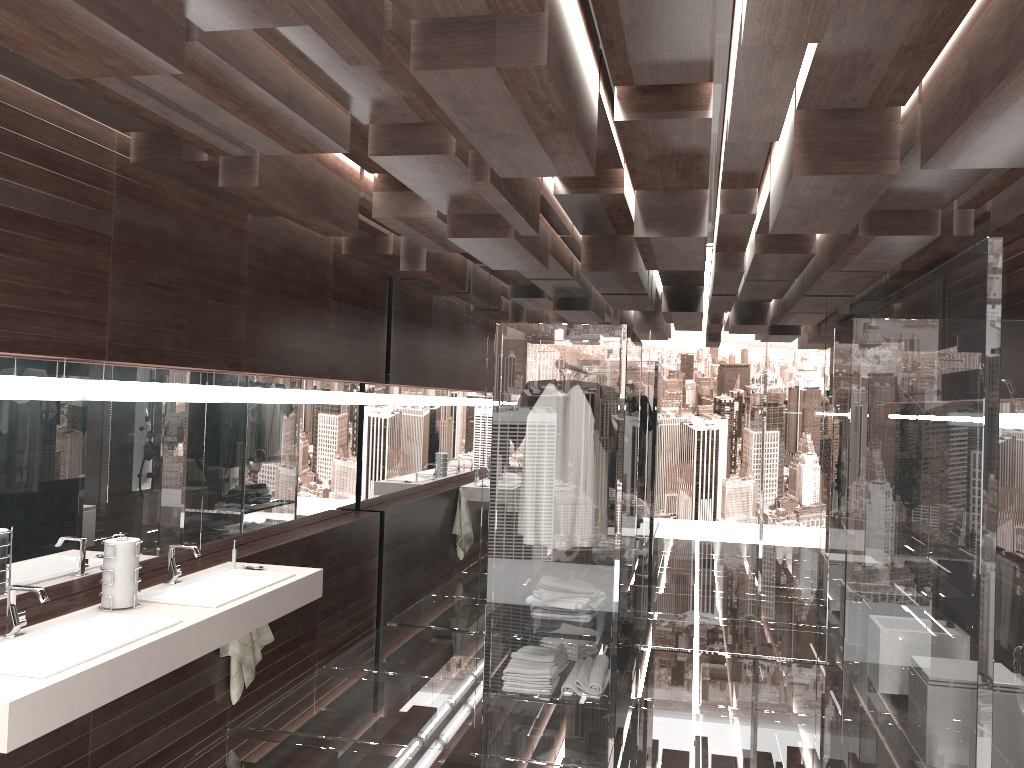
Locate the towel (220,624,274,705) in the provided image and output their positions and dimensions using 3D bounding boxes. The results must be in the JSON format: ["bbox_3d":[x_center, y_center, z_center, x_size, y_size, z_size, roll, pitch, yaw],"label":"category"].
[{"bbox_3d":[-1.282,1.215,4.334,0.156,0.678,0.368,2,-1,12],"label":"towel"}]

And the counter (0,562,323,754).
[{"bbox_3d":[-1.333,0.904,3.283,0.488,0.131,1.954,2,-1,12],"label":"counter"}]

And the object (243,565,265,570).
[{"bbox_3d":[-1.202,0.855,4.127,0.108,0.011,0.065,1,-1,33],"label":"object"}]

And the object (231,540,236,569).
[{"bbox_3d":[-1.290,0.791,4.118,0.022,0.132,0.022,3,-2,-41],"label":"object"}]

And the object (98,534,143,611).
[{"bbox_3d":[-1.469,0.704,3.328,0.145,0.261,0.136,3,-1,-35],"label":"object"}]

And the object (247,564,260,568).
[{"bbox_3d":[-1.202,0.848,4.127,0.066,0.016,0.035,1,-1,32],"label":"object"}]

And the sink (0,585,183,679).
[{"bbox_3d":[-1.440,0.759,2.850,0.427,0.193,0.681,2,-1,12],"label":"sink"}]

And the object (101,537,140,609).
[{"bbox_3d":[-1.465,0.706,3.321,0.124,0.246,0.128,2,-1,-7],"label":"object"}]

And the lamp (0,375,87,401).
[{"bbox_3d":[-1.729,0.008,2.862,0.082,0.082,0.950,2,-1,12],"label":"lamp"}]

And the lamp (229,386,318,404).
[{"bbox_3d":[-1.305,0.066,4.883,0.082,0.082,0.950,2,-1,12],"label":"lamp"}]

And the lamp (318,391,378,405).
[{"bbox_3d":[-1.097,0.094,5.870,0.082,0.082,0.950,2,-1,12],"label":"lamp"}]

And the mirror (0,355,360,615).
[{"bbox_3d":[0.377,0.440,3.462,4.126,0.916,5.081,2,-1,12],"label":"mirror"}]

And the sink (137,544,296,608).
[{"bbox_3d":[-1.255,0.784,3.729,0.427,0.193,0.681,2,-1,12],"label":"sink"}]

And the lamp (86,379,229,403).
[{"bbox_3d":[-1.518,0.037,3.867,0.082,0.082,0.950,2,-1,12],"label":"lamp"}]
